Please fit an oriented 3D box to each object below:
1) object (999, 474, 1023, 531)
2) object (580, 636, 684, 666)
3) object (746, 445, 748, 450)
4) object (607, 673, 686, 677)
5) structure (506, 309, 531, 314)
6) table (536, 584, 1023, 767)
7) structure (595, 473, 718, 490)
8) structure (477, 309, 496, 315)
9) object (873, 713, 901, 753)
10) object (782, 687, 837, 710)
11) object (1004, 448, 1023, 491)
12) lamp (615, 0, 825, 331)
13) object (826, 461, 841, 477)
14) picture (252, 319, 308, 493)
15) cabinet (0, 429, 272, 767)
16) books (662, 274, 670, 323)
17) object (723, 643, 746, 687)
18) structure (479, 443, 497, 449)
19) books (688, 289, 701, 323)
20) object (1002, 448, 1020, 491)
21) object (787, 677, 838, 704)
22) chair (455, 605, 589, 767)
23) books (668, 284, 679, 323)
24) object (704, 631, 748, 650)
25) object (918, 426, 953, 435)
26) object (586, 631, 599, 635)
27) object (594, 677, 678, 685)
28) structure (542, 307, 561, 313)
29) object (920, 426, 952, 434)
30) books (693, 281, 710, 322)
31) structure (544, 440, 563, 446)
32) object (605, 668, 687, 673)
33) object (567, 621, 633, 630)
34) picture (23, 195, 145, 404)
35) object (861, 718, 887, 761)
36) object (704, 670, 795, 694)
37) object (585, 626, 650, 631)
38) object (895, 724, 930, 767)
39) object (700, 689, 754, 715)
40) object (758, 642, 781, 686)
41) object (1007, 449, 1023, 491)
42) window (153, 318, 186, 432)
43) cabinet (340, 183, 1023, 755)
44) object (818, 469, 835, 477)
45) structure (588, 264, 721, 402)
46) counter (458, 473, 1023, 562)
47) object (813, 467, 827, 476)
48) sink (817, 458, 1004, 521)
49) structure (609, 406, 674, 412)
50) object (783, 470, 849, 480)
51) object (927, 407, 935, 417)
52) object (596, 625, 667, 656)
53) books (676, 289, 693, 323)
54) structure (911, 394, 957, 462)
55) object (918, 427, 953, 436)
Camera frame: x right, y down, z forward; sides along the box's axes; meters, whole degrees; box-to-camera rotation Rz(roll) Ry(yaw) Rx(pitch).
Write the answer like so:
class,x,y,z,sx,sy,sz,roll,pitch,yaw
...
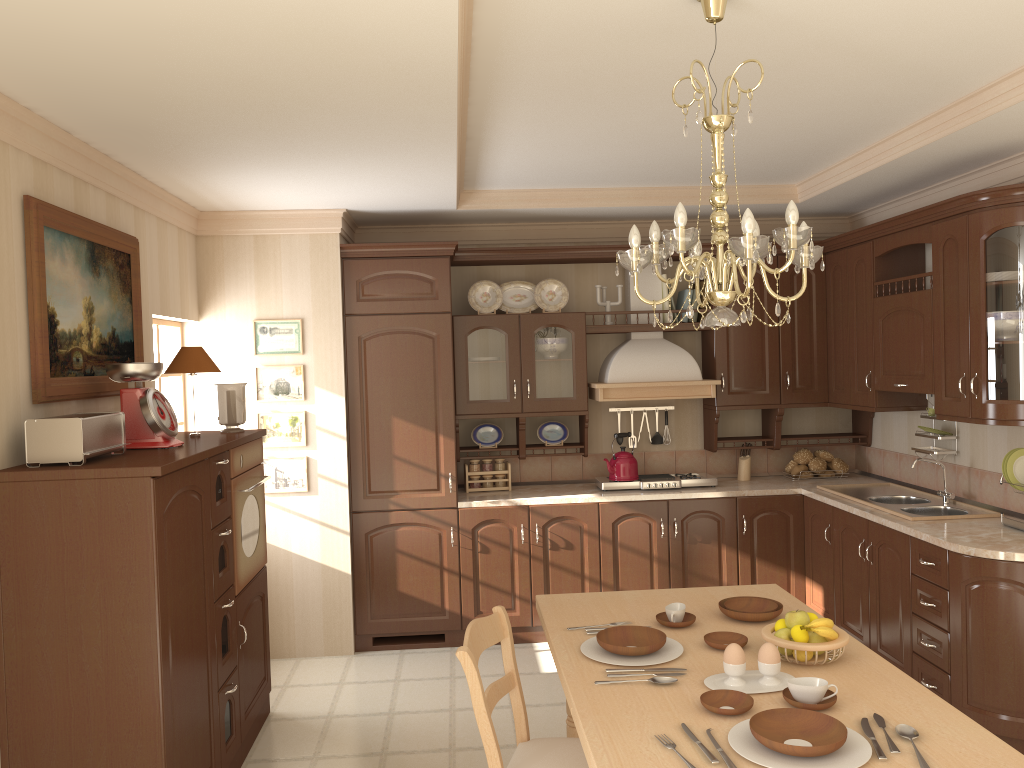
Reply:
class,x,y,z,sx,sy,sz,roll,pitch,yaw
object,2.264,0.495,3.778,0.172,0.275,0.359,-2,2,-3
object,0.350,0.776,2.593,0.299,0.009,0.299,-2,2,-5
object,1.504,0.467,5.685,0.051,0.158,0.016,-3,2,-41
object,0.364,0.784,2.388,0.216,0.004,0.022,-2,2,2
structure,0.037,-0.493,5.508,0.154,0.126,0.080,-2,2,-4
table,0.597,1.163,2.503,0.900,0.774,1.567,-2,2,-4
structure,0.881,0.592,5.413,0.710,0.054,0.325,-2,2,-4
structure,-0.158,-0.485,5.441,0.110,0.126,0.080,-2,2,-4
object,0.837,0.780,1.988,0.022,0.004,0.216,-1,2,12
object,0.724,0.768,2.158,0.126,0.026,0.127,-2,2,-13
object,2.255,0.377,3.893,0.193,0.188,0.047,-2,2,-3
lamp,0.555,-0.641,2.392,0.501,0.982,0.502,-3,2,-34
object,2.040,0.537,5.635,0.091,0.100,0.125,-2,2,-8
picture,-1.290,0.125,4.938,0.268,0.964,0.010,-2,2,-4
cabinet,-1.324,0.911,3.432,0.538,1.349,1.513,-2,2,-4
books,0.954,-0.531,5.587,0.042,0.305,0.194,-2,2,-4
object,0.580,0.728,2.313,0.058,0.104,0.058,-2,2,-25
structure,-0.151,0.334,5.520,0.110,0.126,0.080,-2,2,-4
books,1.133,-0.487,5.591,0.080,0.209,0.205,-2,2,-4
object,2.254,0.377,3.912,0.193,0.188,0.047,-2,2,-3
object,0.731,0.751,2.156,0.119,0.055,0.063,-1,2,10
chair,0.137,1.140,2.654,0.517,0.846,0.462,-1,2,13
books,0.993,-0.515,5.597,0.068,0.271,0.194,-2,2,-4
object,0.628,0.759,2.605,0.126,0.026,0.127,-3,2,-39
object,2.239,0.247,4.693,0.167,0.051,0.174,-2,2,-4
object,0.341,0.773,2.765,0.218,0.008,0.022,-2,2,-1
object,0.326,0.783,2.335,0.219,0.011,0.047,-2,2,5
structure,0.241,-0.498,5.466,0.110,0.126,0.080,-2,2,-4
object,2.240,0.244,4.693,0.167,0.051,0.174,-2,2,-4
books,1.198,-0.512,5.598,0.052,0.254,0.205,-2,2,-4
structure,0.259,0.322,5.544,0.110,0.126,0.080,-2,2,-4
object,0.366,0.781,2.424,0.221,0.008,0.023,-2,2,2
object,0.281,0.774,2.840,0.218,0.004,0.028,-2,2,-14
picture,-1.606,-0.289,3.410,0.036,0.687,0.990,-2,2,-4
object,0.794,0.781,1.958,0.023,0.008,0.221,-1,2,12
object,0.622,0.777,2.308,0.245,0.005,0.157,-2,2,-7
object,0.335,0.772,2.802,0.212,0.008,0.018,-2,2,-4
object,0.862,0.779,1.903,0.047,0.011,0.219,-1,2,12
object,0.519,0.774,2.144,0.126,0.026,0.127,-2,2,-13
object,0.670,0.725,2.310,0.058,0.104,0.058,-2,2,-25
object,2.256,0.378,3.875,0.193,0.188,0.047,-2,2,-3
window,-1.806,0.220,4.528,0.050,1.100,0.765,-2,2,-4
cabinet,0.719,0.338,4.514,3.226,2.313,2.436,-2,2,-4
object,1.982,0.565,5.588,0.103,0.060,0.105,-2,2,-8
structure,0.846,-0.333,5.475,0.753,0.845,0.455,-2,2,-4
counter,1.030,0.667,4.531,2.603,0.034,2.422,-2,2,-4
object,1.948,0.541,5.639,0.114,0.094,0.098,-2,2,-23
sink,2.038,0.548,4.662,0.448,0.348,1.077,-2,2,-4
structure,0.832,0.160,5.693,0.422,0.020,0.008,-2,2,-4
object,1.918,0.566,5.608,0.364,0.060,0.199,-2,2,-4
object,2.268,0.150,4.779,0.049,0.051,0.044,-3,2,-35
object,0.349,0.757,2.593,0.204,0.042,0.204,-2,2,-4
books,1.082,-0.486,5.597,0.086,0.209,0.205,-2,2,-4
structure,2.251,0.225,4.737,0.131,0.361,0.256,-2,2,-4
object,2.239,0.250,4.693,0.167,0.051,0.174,-2,2,-4
